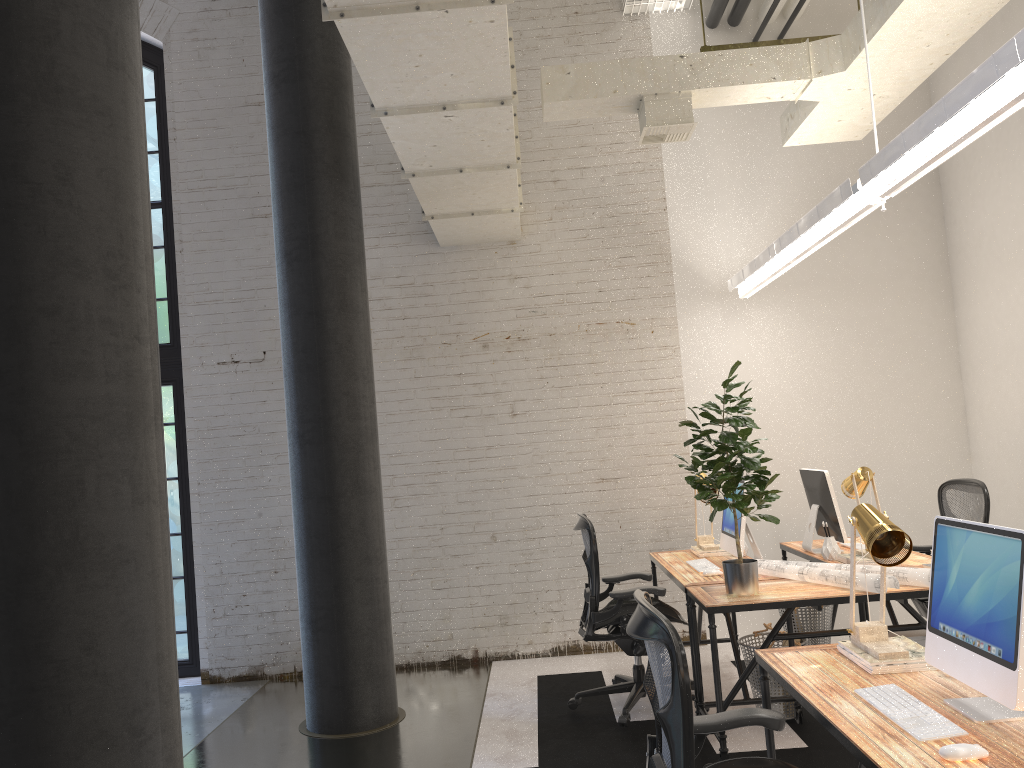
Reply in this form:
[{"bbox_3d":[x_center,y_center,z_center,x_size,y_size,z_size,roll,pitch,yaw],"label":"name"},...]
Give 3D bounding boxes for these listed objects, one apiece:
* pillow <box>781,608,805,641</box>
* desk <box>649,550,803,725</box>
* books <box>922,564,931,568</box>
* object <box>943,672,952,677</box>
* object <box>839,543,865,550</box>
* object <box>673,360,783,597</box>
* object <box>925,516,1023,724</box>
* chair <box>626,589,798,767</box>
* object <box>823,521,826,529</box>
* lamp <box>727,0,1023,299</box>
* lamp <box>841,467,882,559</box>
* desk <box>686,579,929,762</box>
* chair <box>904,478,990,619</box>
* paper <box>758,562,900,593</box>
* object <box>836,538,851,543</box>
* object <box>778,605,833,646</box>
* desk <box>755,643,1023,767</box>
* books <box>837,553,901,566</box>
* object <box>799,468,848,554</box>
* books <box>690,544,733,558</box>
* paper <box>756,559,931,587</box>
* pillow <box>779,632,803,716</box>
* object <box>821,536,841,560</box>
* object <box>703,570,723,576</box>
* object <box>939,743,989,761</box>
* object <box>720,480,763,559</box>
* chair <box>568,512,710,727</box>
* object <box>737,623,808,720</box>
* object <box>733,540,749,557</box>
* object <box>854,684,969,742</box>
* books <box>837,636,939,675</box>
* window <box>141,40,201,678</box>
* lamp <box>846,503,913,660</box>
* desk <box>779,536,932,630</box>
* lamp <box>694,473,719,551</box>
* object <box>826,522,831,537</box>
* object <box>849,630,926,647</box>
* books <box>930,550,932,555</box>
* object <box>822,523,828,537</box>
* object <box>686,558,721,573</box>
[{"bbox_3d":[1.761,1.538,5.524,0.119,0.406,0.239,-5,-3,2],"label":"pillow"},{"bbox_3d":[1.170,1.394,5.086,0.529,0.724,1.402,-5,-4,1],"label":"desk"},{"bbox_3d":[2.045,0.861,4.065,0.200,0.050,0.272,-5,-4,-1],"label":"books"},{"bbox_3d":[1.316,0.800,2.629,0.101,0.126,0.101,-1,-5,-44],"label":"object"},{"bbox_3d":[2.049,0.957,5.189,0.118,0.017,0.439,-5,-4,1],"label":"object"},{"bbox_3d":[1.006,0.435,4.140,0.438,1.076,0.514,-4,-3,-8],"label":"object"},{"bbox_3d":[1.233,0.603,2.303,0.189,0.485,0.484,-5,-4,1],"label":"object"},{"bbox_3d":[0.628,1.083,2.330,0.792,1.084,0.771,-4,-4,-15],"label":"chair"},{"bbox_3d":[1.745,0.865,4.903,0.008,0.207,0.054,-4,-3,-16],"label":"object"},{"bbox_3d":[1.390,-2.223,2.517,0.226,2.861,7.308,-5,-4,1],"label":"lamp"},{"bbox_3d":[1.882,0.674,4.728,0.126,0.469,0.345,-5,-4,1],"label":"lamp"},{"bbox_3d":[1.573,1.290,4.103,1.401,0.724,0.530,-5,-4,1],"label":"desk"},{"bbox_3d":[2.484,1.114,5.157,0.792,1.084,0.771,-4,-4,-15],"label":"chair"},{"bbox_3d":[1.389,0.912,4.284,0.083,0.082,1.135,-3,-4,-24],"label":"paper"},{"bbox_3d":[2.064,0.973,5.517,0.106,0.029,0.059,-5,-4,2],"label":"object"},{"bbox_3d":[1.838,1.517,5.518,0.353,0.434,0.359,-4,-4,-2],"label":"object"},{"bbox_3d":[1.127,1.226,2.406,0.529,0.724,1.402,-5,-4,1],"label":"desk"},{"bbox_3d":[1.873,0.922,4.664,0.225,0.038,0.309,-5,-4,1],"label":"books"},{"bbox_3d":[1.809,0.746,5.233,0.189,0.485,0.484,-5,-4,1],"label":"object"},{"bbox_3d":[1.249,1.035,5.526,0.225,0.038,0.309,-5,-4,1],"label":"books"},{"bbox_3d":[1.555,0.898,4.280,0.083,0.082,1.135,-2,-5,-34],"label":"paper"},{"bbox_3d":[1.448,1.497,4.605,0.119,0.406,0.239,-5,-3,2],"label":"pillow"},{"bbox_3d":[1.755,0.905,4.886,0.101,0.126,0.101,-1,-5,-44],"label":"object"},{"bbox_3d":[1.058,0.994,4.673,0.106,0.029,0.059,-5,-4,2],"label":"object"},{"bbox_3d":[1.015,0.825,1.993,0.106,0.029,0.059,-5,-4,2],"label":"object"},{"bbox_3d":[1.276,0.771,4.982,0.189,0.485,0.484,-5,-4,1],"label":"object"},{"bbox_3d":[0.671,1.251,5.010,0.792,1.084,0.771,-4,-4,-15],"label":"chair"},{"bbox_3d":[1.369,1.490,4.612,0.353,0.434,0.359,-4,-4,-2],"label":"object"},{"bbox_3d":[1.359,0.968,5.308,0.101,0.126,0.101,-1,-5,-44],"label":"object"},{"bbox_3d":[1.031,0.854,2.320,0.118,0.017,0.439,-5,-4,1],"label":"object"},{"bbox_3d":[1.206,0.867,2.846,0.225,0.038,0.309,-5,-4,1],"label":"books"},{"bbox_3d":[-3.658,-0.246,6.842,2.491,5.175,0.138,-5,-3,1],"label":"window"},{"bbox_3d":[1.157,0.616,2.811,0.127,0.469,0.345,-5,-4,1],"label":"lamp"},{"bbox_3d":[2.013,1.323,5.061,0.529,0.724,1.402,-5,-4,1],"label":"desk"},{"bbox_3d":[1.199,0.785,5.490,0.126,0.469,0.344,-5,-4,1],"label":"lamp"},{"bbox_3d":[1.753,0.862,4.875,0.054,0.207,0.008,-2,-4,-34],"label":"object"},{"bbox_3d":[1.939,1.409,4.234,0.544,0.454,0.221,-5,-3,1],"label":"object"},{"bbox_3d":[2.047,0.783,4.085,0.153,0.030,0.185,-5,-4,-1],"label":"books"},{"bbox_3d":[1.741,0.864,4.879,0.054,0.207,0.008,-4,-3,-12],"label":"object"},{"bbox_3d":[1.074,1.023,5.000,0.118,0.017,0.439,-5,-4,1],"label":"object"}]
